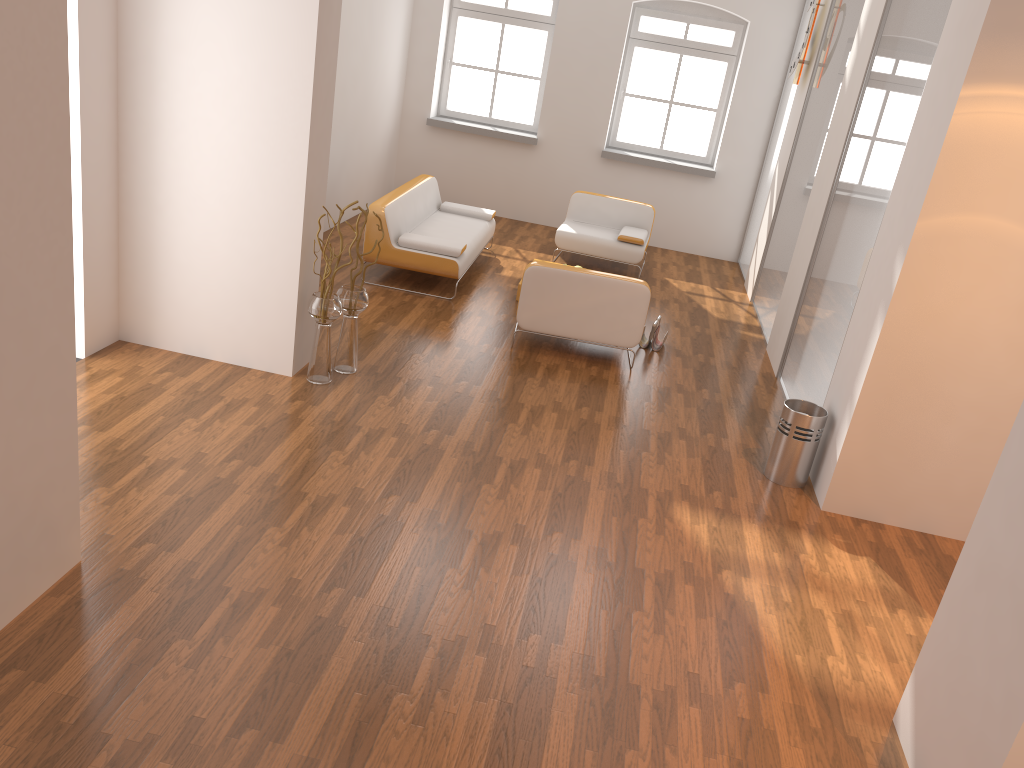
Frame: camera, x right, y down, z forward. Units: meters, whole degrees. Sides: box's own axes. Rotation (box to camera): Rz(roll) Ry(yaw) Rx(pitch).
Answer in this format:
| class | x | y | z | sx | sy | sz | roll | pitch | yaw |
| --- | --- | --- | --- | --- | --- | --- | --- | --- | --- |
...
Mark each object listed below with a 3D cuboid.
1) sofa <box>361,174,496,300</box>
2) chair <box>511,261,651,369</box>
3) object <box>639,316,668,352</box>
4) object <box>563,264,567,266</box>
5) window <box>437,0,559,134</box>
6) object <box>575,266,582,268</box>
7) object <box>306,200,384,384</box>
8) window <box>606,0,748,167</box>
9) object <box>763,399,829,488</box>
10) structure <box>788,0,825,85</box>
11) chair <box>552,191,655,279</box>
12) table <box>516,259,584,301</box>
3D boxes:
| class | x | y | z | sx | sy | sz | roll | pitch | yaw |
| --- | --- | --- | --- | --- | --- | --- | --- | --- | --- |
| sofa | -0.689 | -1.421 | 8.175 | 0.825 | 0.661 | 2.010 | 11 | 22 | 4 |
| chair | 0.521 | -0.621 | 6.706 | 0.923 | 0.661 | 0.825 | 10 | 22 | 1 |
| object | 1.133 | -0.410 | 7.051 | 0.189 | 0.217 | 0.281 | 15 | 22 | 14 |
| object | 0.476 | -1.065 | 8.158 | 0.080 | 0.087 | 0.094 | 23 | 25 | 31 |
| window | -0.152 | -3.944 | 10.525 | 1.308 | 1.737 | 0.142 | 12 | 22 | 5 |
| object | 0.603 | -1.040 | 8.147 | 0.105 | 0.091 | 0.103 | 10 | 22 | 0 |
| object | -1.057 | -0.536 | 5.216 | 0.284 | 1.112 | 0.655 | 20 | 24 | 25 |
| window | 1.900 | -3.511 | 10.333 | 1.308 | 1.737 | 0.142 | 12 | 22 | 5 |
| object | 1.626 | 0.340 | 5.091 | 0.248 | 0.450 | 0.248 | -8 | 28 | -37 |
| structure | 2.778 | -3.222 | 8.308 | 0.125 | 0.800 | 0.605 | 12 | 22 | 5 |
| chair | 0.969 | -1.574 | 9.260 | 0.923 | 0.661 | 0.825 | 13 | 22 | 8 |
| table | 0.611 | -0.858 | 8.026 | 1.000 | 0.150 | 1.000 | 12 | 22 | 5 |
